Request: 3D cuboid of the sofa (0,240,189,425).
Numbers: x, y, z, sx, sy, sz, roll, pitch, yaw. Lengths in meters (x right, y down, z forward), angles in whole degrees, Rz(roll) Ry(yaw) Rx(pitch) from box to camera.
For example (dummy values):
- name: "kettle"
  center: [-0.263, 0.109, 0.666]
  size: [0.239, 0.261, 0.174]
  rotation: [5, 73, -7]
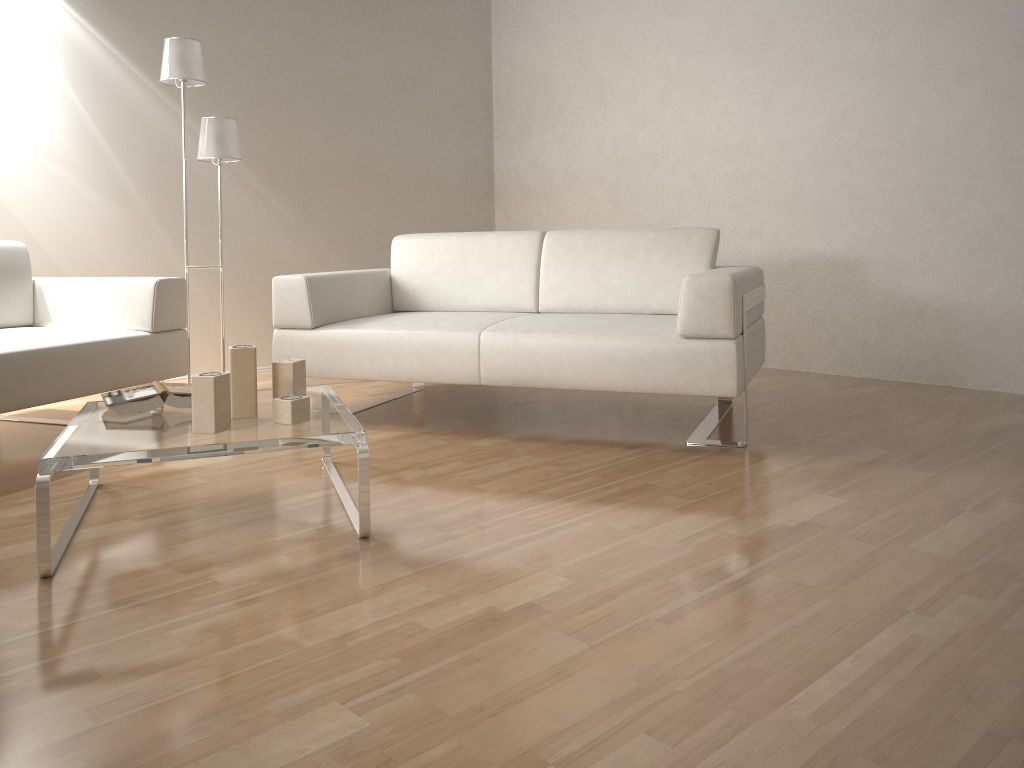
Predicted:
- name: "sofa"
  center: [-2.023, -0.098, 2.818]
  size: [0.906, 0.733, 1.803]
  rotation: [1, 8, 21]

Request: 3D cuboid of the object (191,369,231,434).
- name: "object"
  center: [-0.727, 0.038, 2.120]
  size: [0.067, 0.150, 0.067]
  rotation: [-1, 2, 17]

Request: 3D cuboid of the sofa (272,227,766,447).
- name: "sofa"
  center: [0.050, -0.246, 3.498]
  size: [1.782, 0.736, 0.915]
  rotation: [2, 6, 21]

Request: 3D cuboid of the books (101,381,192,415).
- name: "books"
  center: [-0.993, 0.032, 2.470]
  size: [0.293, 0.055, 0.205]
  rotation: [-6, 10, -28]

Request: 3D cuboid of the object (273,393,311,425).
- name: "object"
  center: [-0.556, 0.058, 2.212]
  size: [0.067, 0.074, 0.068]
  rotation: [2, 5, 31]

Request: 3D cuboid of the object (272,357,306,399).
- name: "object"
  center: [-0.597, -0.001, 2.347]
  size: [0.067, 0.150, 0.067]
  rotation: [-1, 2, 17]

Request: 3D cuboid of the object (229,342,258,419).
- name: "object"
  center: [-0.704, -0.013, 2.294]
  size: [0.067, 0.196, 0.067]
  rotation: [-1, 1, -18]

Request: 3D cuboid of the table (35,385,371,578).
- name: "table"
  center: [-0.791, 0.207, 2.322]
  size: [0.702, 0.247, 0.803]
  rotation: [-4, 9, -18]

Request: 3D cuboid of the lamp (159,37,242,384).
- name: "lamp"
  center: [-1.463, -0.786, 4.149]
  size: [0.365, 1.664, 0.209]
  rotation: [-1, 0, -23]
